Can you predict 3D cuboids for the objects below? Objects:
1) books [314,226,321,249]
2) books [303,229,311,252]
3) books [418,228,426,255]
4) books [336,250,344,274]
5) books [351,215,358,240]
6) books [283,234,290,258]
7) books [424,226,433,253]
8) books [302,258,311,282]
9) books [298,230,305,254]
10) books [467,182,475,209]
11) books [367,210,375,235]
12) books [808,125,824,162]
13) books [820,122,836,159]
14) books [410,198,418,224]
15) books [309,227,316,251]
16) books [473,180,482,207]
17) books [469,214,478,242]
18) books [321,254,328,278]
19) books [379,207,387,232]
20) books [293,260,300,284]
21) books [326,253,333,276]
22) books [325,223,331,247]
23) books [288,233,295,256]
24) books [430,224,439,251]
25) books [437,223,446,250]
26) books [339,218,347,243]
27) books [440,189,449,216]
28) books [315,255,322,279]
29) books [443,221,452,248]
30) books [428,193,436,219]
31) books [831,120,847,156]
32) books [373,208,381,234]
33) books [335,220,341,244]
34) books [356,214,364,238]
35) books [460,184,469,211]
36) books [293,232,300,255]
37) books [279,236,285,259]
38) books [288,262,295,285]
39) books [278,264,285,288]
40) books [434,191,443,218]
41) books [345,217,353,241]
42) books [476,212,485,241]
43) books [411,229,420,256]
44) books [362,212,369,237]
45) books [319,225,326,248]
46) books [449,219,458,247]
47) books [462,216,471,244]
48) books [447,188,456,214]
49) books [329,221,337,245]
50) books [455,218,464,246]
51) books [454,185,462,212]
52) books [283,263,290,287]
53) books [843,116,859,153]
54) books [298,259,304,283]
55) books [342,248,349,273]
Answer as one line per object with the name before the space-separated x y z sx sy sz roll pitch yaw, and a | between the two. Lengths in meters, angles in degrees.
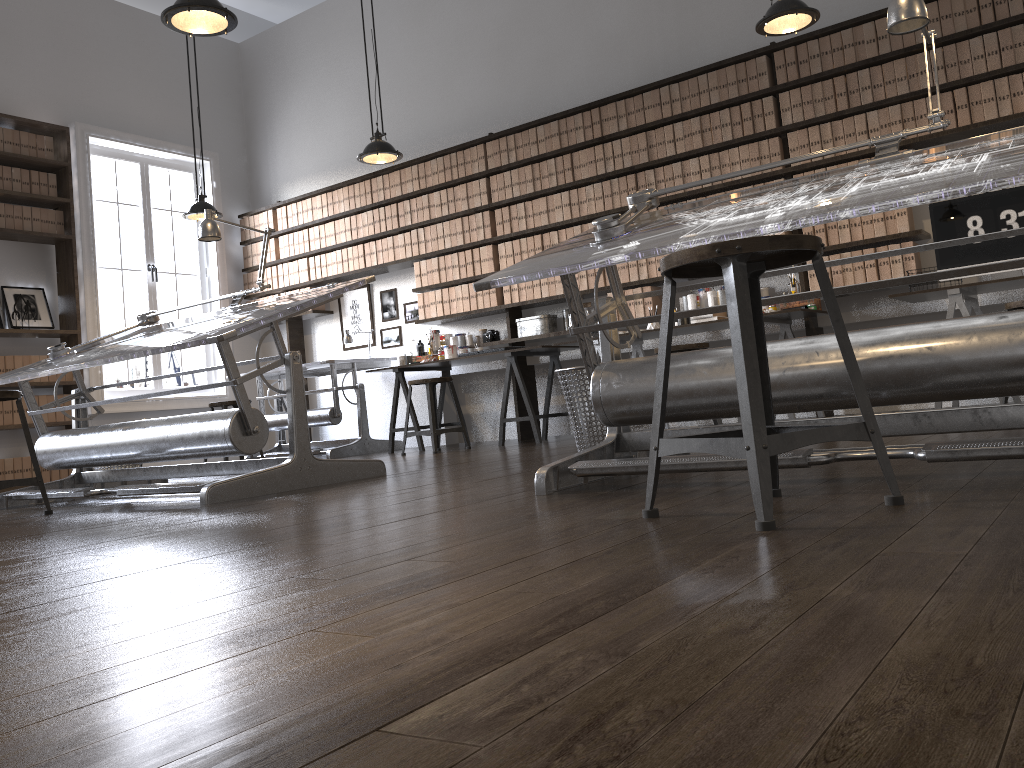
books | -1.757 -1.354 8.278 0.066 0.226 0.174 -9 -5 35
books | -1.877 -1.340 8.360 0.066 0.227 0.174 -9 -5 35
books | -0.713 -1.207 7.544 0.066 0.226 0.174 -9 -5 35
books | -1.513 -1.106 8.100 0.066 0.226 0.174 -9 -5 35
books | -1.364 -1.400 8.006 0.066 0.226 0.174 -9 -5 35
books | -2.101 -1.314 8.516 0.066 0.226 0.174 -9 -5 35
books | -0.654 -1.214 7.507 0.066 0.226 0.174 -9 -5 35
books | -1.882 -1.070 8.359 0.066 0.227 0.174 -9 -5 35
books | -1.934 -1.333 8.407 0.066 0.226 0.174 -9 -5 35
books | -0.283 -1.527 7.248 0.066 0.226 0.174 -9 -5 35
books | -1.195 -1.420 7.881 0.066 0.226 0.174 -9 -5 35
books | 1.966 -1.521 5.663 0.066 0.226 0.174 -9 -5 35
books | 2.027 -1.528 5.624 0.066 0.226 0.174 -9 -5 35
books | -0.783 -1.469 7.600 0.066 0.226 0.174 -9 -5 35
books | -1.812 -1.348 8.322 0.066 0.226 0.174 -9 -5 35
books | -0.232 -1.533 7.211 0.066 0.226 0.174 -9 -5 35
books | -0.264 -1.260 7.233 0.066 0.226 0.174 -9 -5 35
books | -1.682 -1.086 8.225 0.066 0.226 0.174 -9 -5 35
books | -1.082 -1.434 7.807 0.066 0.226 0.174 -9 -5 35
books | -1.991 -1.057 8.442 0.066 0.226 0.174 -9 -5 35
books | -1.624 -1.093 8.187 0.066 0.226 0.174 -9 -5 35
books | -1.640 -1.368 8.200 0.066 0.226 0.174 -9 -5 35
books | -2.042 -1.321 8.474 0.066 0.227 0.174 -9 -5 35
books | -0.598 -1.220 7.466 0.066 0.226 0.174 -9 -5 35
books | -0.543 -1.227 7.423 0.066 0.227 0.174 -9 -5 35
books | -1.481 -1.387 8.086 0.066 0.226 0.174 -9 -5 35
books | -0.509 -1.501 7.402 0.066 0.227 0.174 -9 -5 35
books | -1.741 -1.079 8.262 0.066 0.227 0.174 -9 -5 35
books | -0.483 -1.234 7.383 0.066 0.226 0.174 -9 -5 35
books | -0.617 -1.488 7.482 0.066 0.226 0.174 -9 -5 35
books | 2.086 -1.534 5.588 0.066 0.226 0.174 -9 -5 35
books | -1.136 -1.427 7.840 0.066 0.227 0.174 -9 -5 35
books | -1.532 -1.381 8.123 0.066 0.226 0.174 -9 -5 35
books | -1.306 -1.407 7.968 0.066 0.226 0.174 -9 -5 35
books | -0.339 -1.521 7.282 0.066 0.227 0.174 -9 -5 35
books | -1.988 -1.327 8.442 0.066 0.226 0.174 -9 -5 35
books | -2.158 -1.307 8.560 0.066 0.226 0.174 -9 -5 35
books | -2.047 -1.050 8.483 0.066 0.226 0.174 -9 -5 35
books | -2.167 -1.036 8.558 0.066 0.226 0.174 -9 -5 35
books | -0.567 -1.494 7.445 0.066 0.226 0.174 -9 -5 35
books | -1.424 -1.394 8.043 0.066 0.227 0.174 -9 -5 35
books | -0.209 -1.266 7.189 0.066 0.226 0.174 -9 -5 35
books | -0.773 -1.200 7.582 0.066 0.226 0.174 -9 -5 35
books | -1.252 -1.414 7.925 0.066 0.226 0.174 -9 -5 35
books | -1.697 -1.361 8.241 0.066 0.226 0.174 -9 -5 35
books | -0.431 -1.240 7.348 0.066 0.226 0.174 -9 -5 35
books | -0.322 -1.253 7.273 0.066 0.226 0.174 -9 -5 35
books | -0.450 -1.508 7.366 0.066 0.226 0.174 -9 -5 35
books | -1.588 -1.374 8.157 0.066 0.227 0.174 -9 -5 35
books | -0.380 -1.246 7.307 0.066 0.227 0.174 -9 -5 35
books | -0.392 -1.514 7.327 0.066 0.226 0.174 -9 -5 35
books | -2.106 -1.043 8.520 0.066 0.226 0.174 -9 -5 35
books | 2.142 -1.541 5.546 0.066 0.226 0.174 -9 -5 35
books | -1.931 -1.064 8.398 0.066 0.226 0.174 -9 -5 35
books | -1.454 -1.113 8.059 0.066 0.227 0.174 -9 -5 35
